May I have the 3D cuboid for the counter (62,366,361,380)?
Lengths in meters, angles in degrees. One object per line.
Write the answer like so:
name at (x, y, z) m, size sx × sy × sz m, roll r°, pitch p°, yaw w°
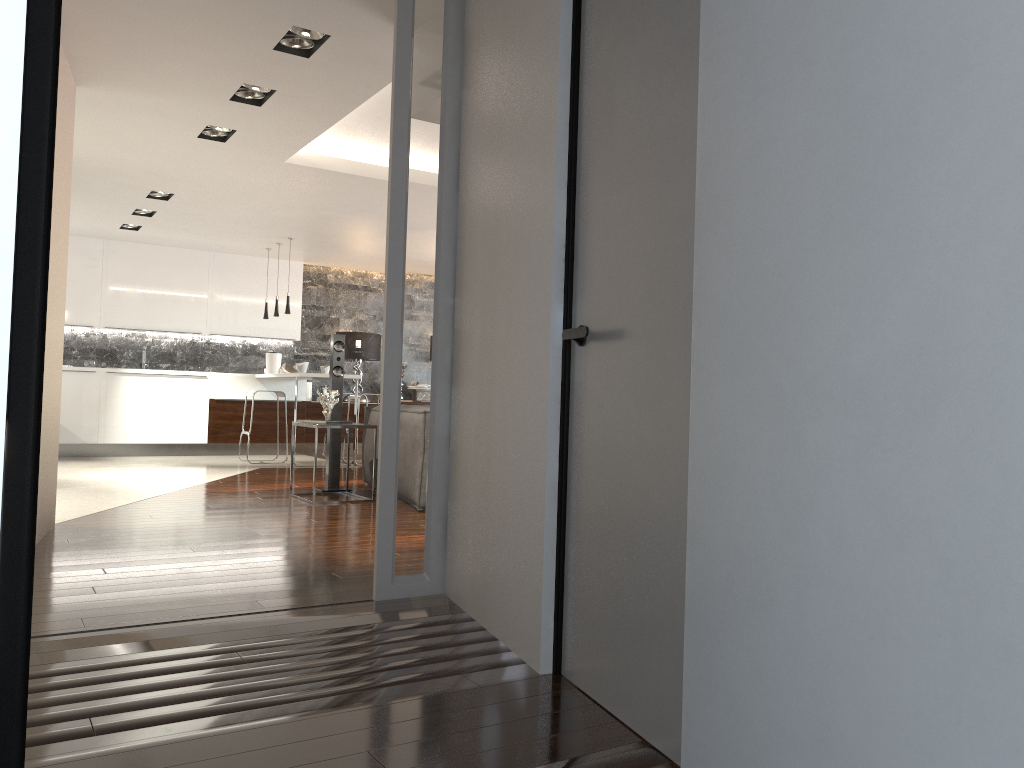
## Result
counter at (-4.065, -0.151, 9.491) m, size 4.235 × 0.041 × 2.557 m, roll 2°, pitch -1°, yaw -33°

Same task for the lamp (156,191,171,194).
lamp at (-3.089, -1.720, 7.760) m, size 0.186 × 0.077 × 0.168 m, roll 2°, pitch -1°, yaw -32°

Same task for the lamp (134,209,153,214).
lamp at (-3.651, -1.720, 8.696) m, size 0.167 × 0.077 × 0.186 m, roll 1°, pitch -2°, yaw 41°

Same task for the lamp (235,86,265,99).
lamp at (-1.548, -1.720, 5.180) m, size 0.186 × 0.077 × 0.167 m, roll 3°, pitch -1°, yaw -37°

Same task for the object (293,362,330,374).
object at (-2.245, -0.176, 9.854) m, size 0.460 × 0.133 × 0.179 m, roll 2°, pitch -1°, yaw -32°

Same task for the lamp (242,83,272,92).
lamp at (-1.460, -1.720, 5.033) m, size 0.185 × 0.077 × 0.169 m, roll 2°, pitch -1°, yaw -26°

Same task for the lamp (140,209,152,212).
lamp at (-3.563, -1.720, 8.550) m, size 0.186 × 0.077 × 0.168 m, roll 2°, pitch -1°, yaw -32°

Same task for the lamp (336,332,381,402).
lamp at (-2.098, -0.222, 11.945) m, size 0.625 × 0.934 × 0.560 m, roll 3°, pitch -2°, yaw -42°

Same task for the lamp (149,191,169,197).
lamp at (-3.177, -1.720, 7.907) m, size 0.167 × 0.077 × 0.186 m, roll 1°, pitch -2°, yaw 41°

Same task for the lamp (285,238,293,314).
lamp at (-2.471, -1.197, 9.750) m, size 0.061 × 0.846 × 0.055 m, roll 3°, pitch -2°, yaw -32°

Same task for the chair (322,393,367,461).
chair at (-1.995, 0.512, 10.610) m, size 0.452 × 0.800 × 0.399 m, roll 3°, pitch -2°, yaw -32°

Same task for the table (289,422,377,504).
table at (-1.347, 0.577, 6.606) m, size 0.473 × 0.563 × 0.570 m, roll 3°, pitch -2°, yaw -32°

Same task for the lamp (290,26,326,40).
lamp at (-0.990, -1.721, 4.249) m, size 0.185 × 0.077 × 0.169 m, roll 2°, pitch -1°, yaw -26°

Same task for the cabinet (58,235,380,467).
cabinet at (-2.360, -0.368, 9.618) m, size 7.272 × 2.501 × 4.224 m, roll 2°, pitch -1°, yaw -33°

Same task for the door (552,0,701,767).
door at (0.346, -0.219, 2.117) m, size 0.160 × 2.094 × 0.961 m, roll 3°, pitch -2°, yaw -20°

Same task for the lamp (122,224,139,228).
lamp at (-4.123, -1.720, 9.485) m, size 0.169 × 0.077 × 0.185 m, roll 1°, pitch -1°, yaw 29°

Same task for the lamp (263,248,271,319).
lamp at (-2.922, -1.196, 10.504) m, size 0.061 × 0.846 × 0.055 m, roll 3°, pitch -2°, yaw -32°

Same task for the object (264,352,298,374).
object at (-2.966, -0.254, 11.346) m, size 0.430 × 0.298 × 0.554 m, roll 2°, pitch -1°, yaw -19°

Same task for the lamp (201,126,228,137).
lamp at (-2.023, -1.720, 5.973) m, size 0.170 × 0.077 × 0.183 m, roll 1°, pitch -1°, yaw 23°

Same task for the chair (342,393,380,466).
chair at (-1.650, 0.512, 10.035) m, size 0.452 × 0.800 × 0.399 m, roll 3°, pitch -2°, yaw -32°

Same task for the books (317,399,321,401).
books at (-2.385, 0.212, 11.440) m, size 0.170 × 0.034 × 0.256 m, roll 1°, pitch -1°, yaw 36°

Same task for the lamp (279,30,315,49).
lamp at (-1.079, -1.721, 4.396) m, size 0.186 × 0.077 × 0.167 m, roll 3°, pitch -1°, yaw -37°

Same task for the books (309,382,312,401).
books at (-2.643, 0.100, 11.442) m, size 0.025 × 0.243 × 0.166 m, roll 3°, pitch -2°, yaw -31°

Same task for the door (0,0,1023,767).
door at (0.145, -0.248, 0.843) m, size 1.052 × 2.094 × 0.929 m, roll 3°, pitch -2°, yaw -32°

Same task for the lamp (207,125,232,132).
lamp at (-1.935, -1.720, 5.826) m, size 0.185 × 0.077 × 0.169 m, roll 2°, pitch -1°, yaw -26°

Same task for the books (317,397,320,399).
books at (-2.385, 0.183, 11.431) m, size 0.158 × 0.024 × 0.239 m, roll 1°, pitch -1°, yaw 37°

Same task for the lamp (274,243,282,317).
lamp at (-2.696, -1.197, 10.127) m, size 0.061 × 0.846 × 0.055 m, roll 3°, pitch -2°, yaw -32°

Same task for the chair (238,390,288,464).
chair at (-2.763, 0.474, 9.810) m, size 0.452 × 0.800 × 0.399 m, roll 3°, pitch -2°, yaw -32°

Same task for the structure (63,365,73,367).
structure at (-5.281, -0.208, 9.815) m, size 0.655 × 0.011 × 0.538 m, roll 2°, pitch -1°, yaw -32°

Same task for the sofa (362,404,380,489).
sofa at (0.235, 0.560, 7.108) m, size 2.587 × 0.704 × 2.624 m, roll 2°, pitch -1°, yaw -22°

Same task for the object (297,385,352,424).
object at (-1.422, 0.152, 6.709) m, size 0.272 × 0.288 × 0.297 m, roll 1°, pitch -2°, yaw 28°

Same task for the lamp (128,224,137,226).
lamp at (-4.034, -1.720, 9.338) m, size 0.168 × 0.077 × 0.185 m, roll 1°, pitch -1°, yaw 34°

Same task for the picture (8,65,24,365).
picture at (-1.919, -0.655, 3.433) m, size 0.030 × 1.166 × 0.722 m, roll 3°, pitch -2°, yaw -21°

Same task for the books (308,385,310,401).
books at (-2.653, 0.118, 11.411) m, size 0.021 × 0.205 × 0.147 m, roll 3°, pitch -2°, yaw -31°

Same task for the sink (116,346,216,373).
sink at (-4.213, -0.180, 10.519) m, size 1.211 × 0.521 × 0.483 m, roll 2°, pitch -2°, yaw -33°

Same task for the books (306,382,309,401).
books at (-2.672, 0.098, 11.398) m, size 0.020 × 0.244 × 0.166 m, roll 3°, pitch -2°, yaw -31°
